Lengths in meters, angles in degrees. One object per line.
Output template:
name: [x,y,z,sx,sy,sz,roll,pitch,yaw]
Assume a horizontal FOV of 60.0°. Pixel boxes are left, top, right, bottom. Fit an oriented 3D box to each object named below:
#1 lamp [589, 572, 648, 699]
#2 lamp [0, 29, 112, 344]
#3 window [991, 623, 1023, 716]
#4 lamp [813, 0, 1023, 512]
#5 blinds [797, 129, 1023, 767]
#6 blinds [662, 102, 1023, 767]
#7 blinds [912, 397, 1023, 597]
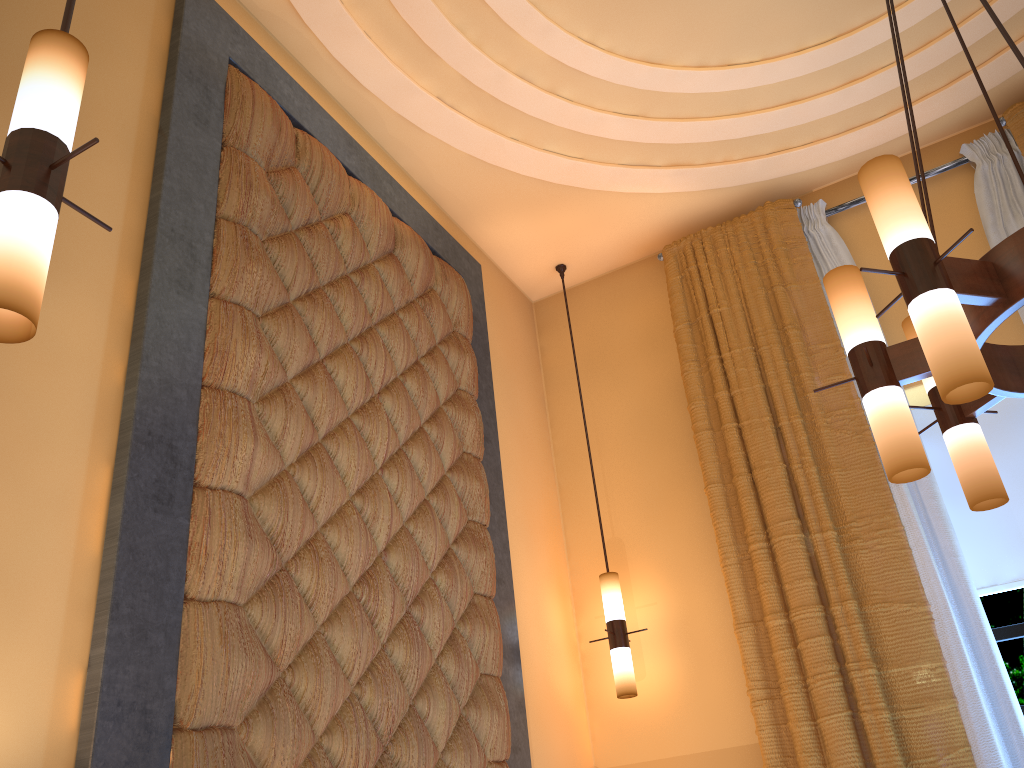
lamp: [0.460,1.088,3.860,0.199,0.527,0.201,3,-31,-17]
lamp: [-0.700,-0.305,1.296,0.199,0.527,0.201,3,-31,-17]
window: [2.241,1.315,3.207,1.203,2.974,0.131,-20,-32,22]
lamp: [1.160,-0.889,2.230,1.144,2.149,1.148,17,-37,-36]
blinds: [1.987,0.737,3.237,2.055,4.039,0.238,-18,-31,20]
blinds: [1.978,0.672,3.168,2.457,4.109,0.135,-20,-32,22]
blinds: [2.133,0.396,3.711,1.203,0.865,0.013,-20,-32,22]
